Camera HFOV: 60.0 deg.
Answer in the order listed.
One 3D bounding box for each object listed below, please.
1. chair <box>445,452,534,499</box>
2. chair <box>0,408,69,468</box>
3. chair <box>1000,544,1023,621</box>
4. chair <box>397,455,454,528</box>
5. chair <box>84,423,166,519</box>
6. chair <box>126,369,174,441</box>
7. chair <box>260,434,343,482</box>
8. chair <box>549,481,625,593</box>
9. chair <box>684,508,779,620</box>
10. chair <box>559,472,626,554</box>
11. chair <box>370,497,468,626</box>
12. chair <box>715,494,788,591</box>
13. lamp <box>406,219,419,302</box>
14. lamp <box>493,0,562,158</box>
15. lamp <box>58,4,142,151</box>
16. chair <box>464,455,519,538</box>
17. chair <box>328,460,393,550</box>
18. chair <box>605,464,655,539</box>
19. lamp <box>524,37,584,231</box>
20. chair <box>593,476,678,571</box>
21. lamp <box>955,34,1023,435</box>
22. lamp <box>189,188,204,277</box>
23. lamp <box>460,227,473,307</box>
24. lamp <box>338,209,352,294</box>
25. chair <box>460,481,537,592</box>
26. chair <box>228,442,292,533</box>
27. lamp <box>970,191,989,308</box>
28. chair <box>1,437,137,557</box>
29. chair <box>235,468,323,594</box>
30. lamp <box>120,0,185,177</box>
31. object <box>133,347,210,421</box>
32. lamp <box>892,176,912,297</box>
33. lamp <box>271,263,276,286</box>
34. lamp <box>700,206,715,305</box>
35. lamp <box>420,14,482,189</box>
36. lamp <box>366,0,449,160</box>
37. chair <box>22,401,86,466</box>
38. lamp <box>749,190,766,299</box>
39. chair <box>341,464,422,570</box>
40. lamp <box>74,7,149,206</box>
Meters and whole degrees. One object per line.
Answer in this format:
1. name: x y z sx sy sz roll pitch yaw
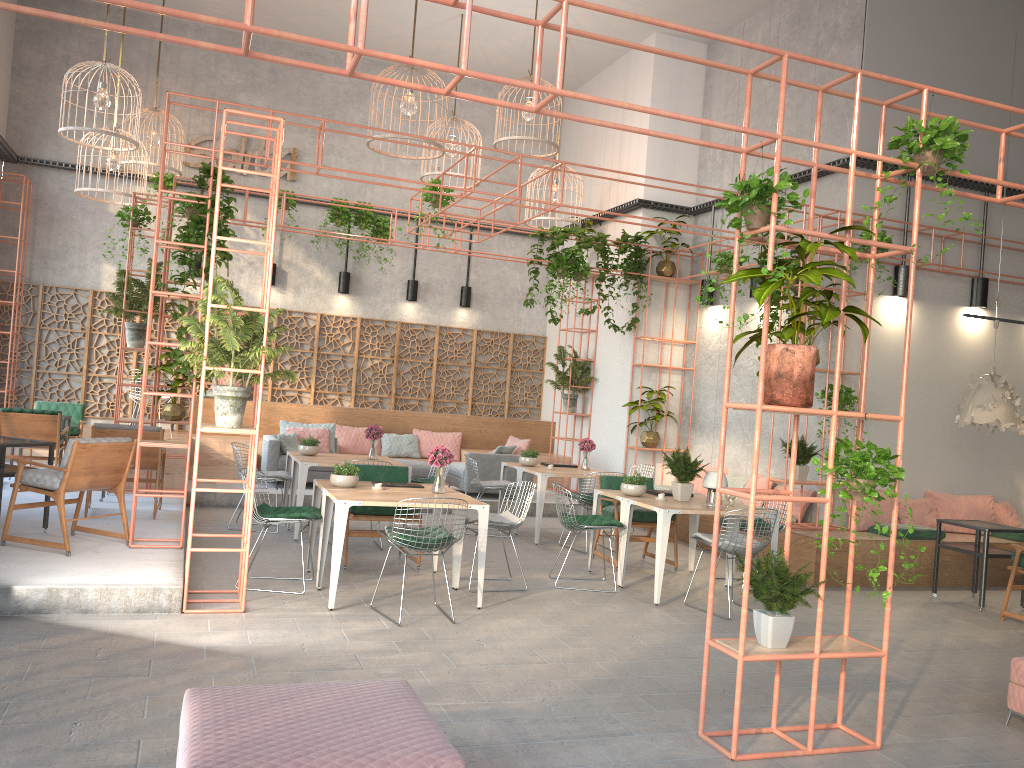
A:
1. chair: -0.349 1.327 13.293 1.052 0.672 1.127 5 -1 -20
2. chair: -5.702 0.752 10.506 0.722 0.929 0.685 5 -1 -20
3. chair: 5.001 1.750 8.009 0.722 0.929 0.685 5 -1 -20
4. chair: -1.095 1.300 10.655 0.717 0.941 0.565 5 -1 -19
5. chair: -3.964 0.869 9.119 0.722 0.929 0.685 5 -1 -20
6. chair: -4.873 0.275 11.940 0.565 0.941 0.717 5 -1 -11
7. chair: -2.994 1.071 12.765 1.127 0.586 1.056 5 -1 -20
8. chair: 0.692 1.408 8.293 0.717 0.941 0.565 4 -1 -4
9. chair: 1.905 1.495 7.674 0.565 0.941 0.717 5 -1 -24
10. chair: 0.944 1.454 10.328 0.565 0.941 0.717 5 -1 -24
11. chair: -0.698 1.280 6.710 0.565 0.941 0.717 5 -1 -24
12. chair: 2.429 1.552 8.933 0.717 0.941 0.565 5 -1 -19
13. lamp: -1.700 -2.163 15.490 0.185 1.436 0.185 4 -1 21
14. lamp: 0.327 -4.881 11.890 0.883 3.476 0.883 4 -1 33
15. lamp: -4.842 -4.660 10.707 0.883 3.476 0.883 4 -1 33
16. chair: -0.269 1.368 10.947 0.717 0.941 0.565 4 -1 -4
17. chair: -1.619 1.243 9.397 0.565 0.941 0.717 5 -1 -24
18. chair: 1.468 1.511 11.587 0.717 0.941 0.565 5 -1 -19
19. lamp: 0.761 -4.186 13.731 0.883 3.476 0.883 4 -1 33
20. chair: 1.322 1.478 9.511 0.722 0.917 0.685 5 -1 -20
21. lamp: 6.630 -1.380 9.554 4.456 4.052 0.704 5 -1 -20
22. lamp: -5.053 -2.439 14.271 0.185 1.436 0.185 4 -1 21
23. lamp: -0.783 -2.087 15.823 0.179 1.436 0.185 5 -1 -20
24. lamp: -2.814 -2.255 15.085 0.185 1.436 0.185 4 -1 21
25. chair: -0.174 1.337 7.968 0.717 0.941 0.565 5 -1 -19
26. chair: -2.832 1.157 10.015 0.717 0.941 0.565 4 -1 -4
27. lamp: 5.762 -1.649 10.856 0.179 1.425 0.185 5 -1 -20
28. chair: -3.623 0.880 7.330 0.685 0.914 0.722 4 -1 20
29. chair: -1.911 1.194 7.328 0.717 0.941 0.565 4 -1 -4
30. lamp: -5.319 -4.948 13.408 0.883 3.476 0.883 4 -1 33
31. object: -4.146 -0.015 10.758 0.903 0.923 0.934 4 -1 37
32. lamp: 4.630 -1.742 10.444 0.179 1.425 0.185 5 -1 -20
33. lamp: -3.962 -2.349 14.668 0.185 1.436 0.185 4 -1 21
34. lamp: 2.844 -1.851 12.736 0.185 1.425 0.179 5 -1 -20
35. lamp: -0.789 -4.733 13.186 0.883 3.476 0.883 4 -1 33
36. lamp: -1.060 -4.375 10.002 0.883 3.476 0.883 4 -1 33
37. chair: -6.370 0.724 12.351 0.722 0.929 0.685 5 -1 -20
38. lamp: 3.256 -1.834 11.600 0.185 1.425 0.179 5 -1 -20
39. chair: -1.281 1.263 8.547 0.722 0.917 0.685 5 -1 -20
40. lamp: -5.299 -4.243 12.018 0.883 3.476 0.883 4 -1 33
